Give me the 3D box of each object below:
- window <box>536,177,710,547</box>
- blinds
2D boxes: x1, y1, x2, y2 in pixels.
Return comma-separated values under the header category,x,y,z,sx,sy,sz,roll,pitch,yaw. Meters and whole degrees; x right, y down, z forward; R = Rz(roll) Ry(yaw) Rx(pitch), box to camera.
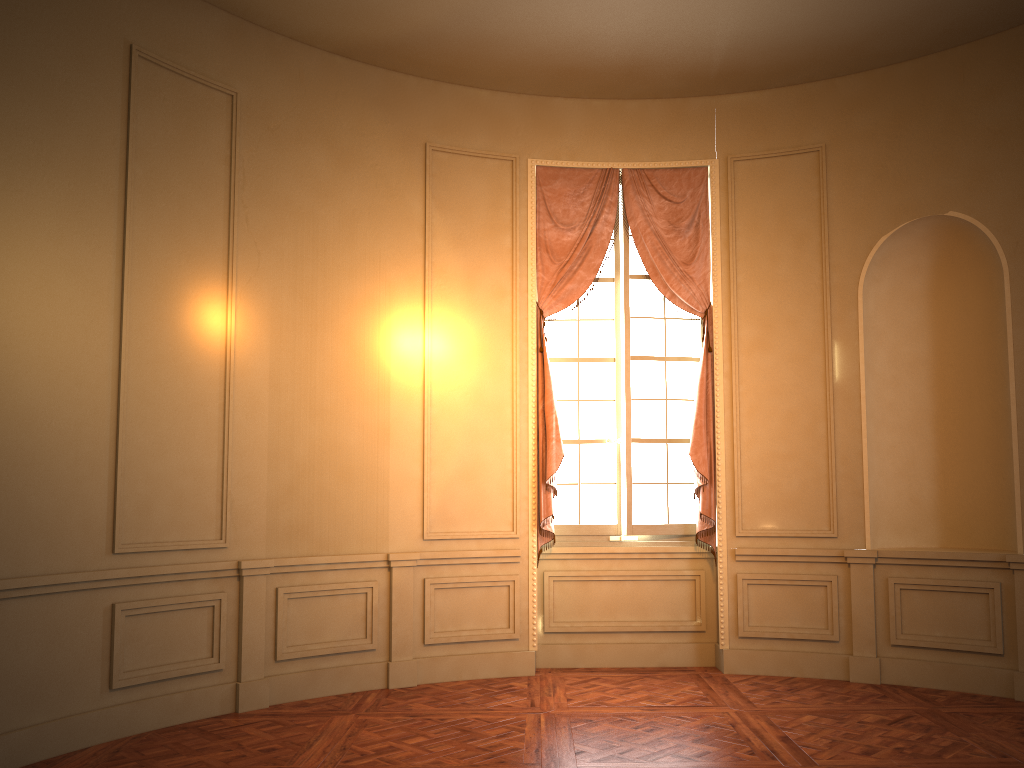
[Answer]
category,x,y,z,sx,sy,sz,roll,pitch,yaw
window,0.833,-0.197,6.713,1.310,2.829,0.153,0,-5,-1
blinds,0.837,-0.160,6.481,1.334,2.968,0.286,0,-5,-2
